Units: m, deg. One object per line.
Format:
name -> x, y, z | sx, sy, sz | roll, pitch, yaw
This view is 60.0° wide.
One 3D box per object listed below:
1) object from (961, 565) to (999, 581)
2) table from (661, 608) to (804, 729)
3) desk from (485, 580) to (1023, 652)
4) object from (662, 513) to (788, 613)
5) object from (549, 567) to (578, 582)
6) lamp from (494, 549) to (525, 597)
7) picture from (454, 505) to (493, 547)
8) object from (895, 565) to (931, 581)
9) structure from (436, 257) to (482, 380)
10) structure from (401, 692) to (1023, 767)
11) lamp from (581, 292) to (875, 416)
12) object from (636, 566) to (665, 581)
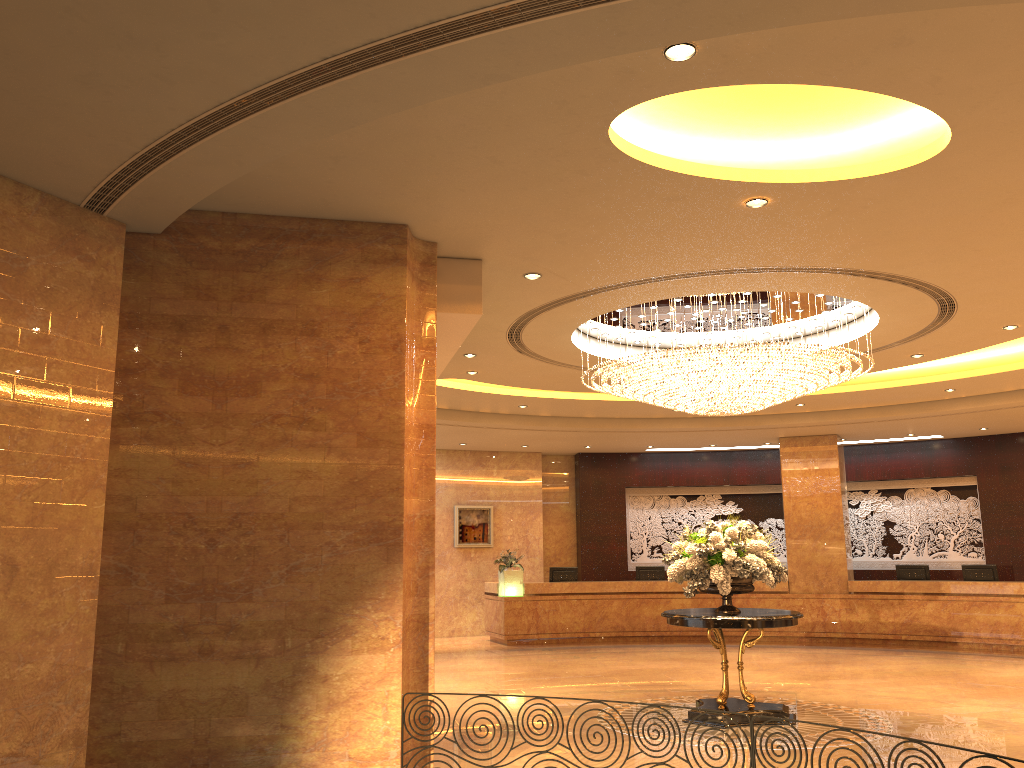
object -> 8.570, 3.556, 16.216 | 0.430, 0.500, 0.531 | 1, -11, -10
table -> 2.365, 2.992, 9.465 | 1.493, 1.089, 1.493 | 3, -11, -19
desk -> 5.741, 4.271, 16.504 | 12.951, 1.155, 3.466 | -5, -12, 22
object -> 2.330, 1.973, 9.685 | 1.277, 0.999, 1.318 | -4, -11, 18
object -> 1.052, 3.990, 18.111 | 0.531, 0.500, 0.430 | -5, -12, 24
lamp -> -0.050, 3.708, 17.455 | 0.577, 0.925, 0.542 | 1, -11, -10
picture -> -0.825, 3.098, 19.301 | 0.875, 0.890, 0.068 | 4, -12, -21
object -> 7.648, 3.695, 16.899 | 0.430, 0.500, 0.531 | 3, -11, -16
structure -> -0.898, -0.439, 9.370 | 0.425, 0.483, 4.113 | 2, -11, -12
structure -> 0.759, 1.843, 2.086 | 3.815, 0.995, 7.624 | -2, -11, 6
lamp -> 2.389, -0.236, 10.094 | 3.206, 1.196, 3.204 | -5, -12, 24
object -> 2.855, 4.007, 18.290 | 0.531, 0.500, 0.430 | -9, -14, 37
